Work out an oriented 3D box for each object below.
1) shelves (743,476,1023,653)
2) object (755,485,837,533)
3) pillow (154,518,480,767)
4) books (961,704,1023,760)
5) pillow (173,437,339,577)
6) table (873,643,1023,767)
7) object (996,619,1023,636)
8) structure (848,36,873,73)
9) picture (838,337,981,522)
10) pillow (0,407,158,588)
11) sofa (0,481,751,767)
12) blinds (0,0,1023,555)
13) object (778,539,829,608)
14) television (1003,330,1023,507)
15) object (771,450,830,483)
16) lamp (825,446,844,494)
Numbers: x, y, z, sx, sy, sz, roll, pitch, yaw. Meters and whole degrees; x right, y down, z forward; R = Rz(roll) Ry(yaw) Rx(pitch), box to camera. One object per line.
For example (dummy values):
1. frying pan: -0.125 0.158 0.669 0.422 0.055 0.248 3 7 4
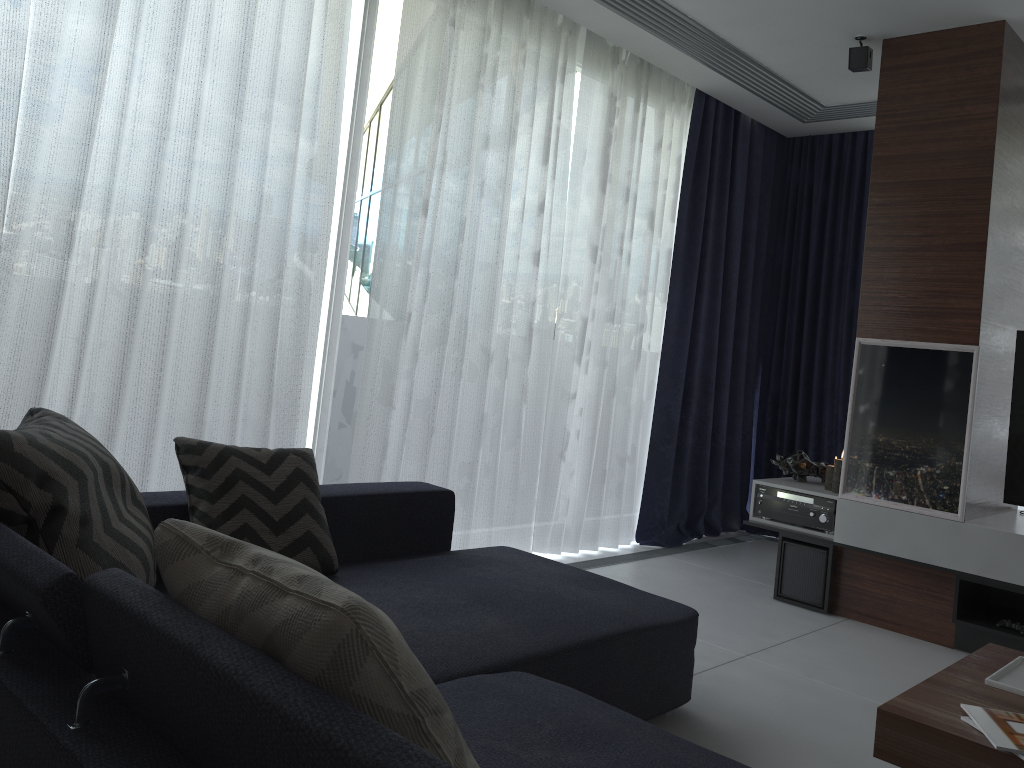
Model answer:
1. shelves: 2.216 0.841 3.611 2.359 0.500 0.868 8 2 43
2. object: 1.395 0.577 4.135 0.371 0.150 0.367 8 2 43
3. pillow: -0.258 0.416 1.218 0.497 0.389 0.340 6 0 43
4. books: 4.677 1.234 0.176 8.261 0.374 0.403 7 0 22
5. pillow: -0.672 0.334 2.363 0.413 0.346 0.287 6 0 -42
6. table: 1.293 0.888 1.820 0.804 0.353 0.801 8 2 43
7. object: 1.921 0.925 3.377 0.070 0.036 0.113 5 2 -34
8. structure: 1.579 -1.484 3.998 0.085 0.143 0.114 5 -1 33
9. picture: 1.648 0.170 3.684 0.502 0.703 0.053 5 -3 43
10. pillow: -0.933 0.336 1.857 0.354 0.520 0.598 7 0 -16
11. sofa: 0.242 0.654 1.616 2.885 0.610 1.889 8 3 43
12. blinds: 1.305 -0.316 1.540 7.098 2.780 5.823 5 2 -43
13. object: 1.364 0.843 3.983 0.214 0.252 0.253 6 -1 43
14. television: 2.479 0.238 3.177 1.235 0.788 0.296 7 -1 43
15. object: 1.419 0.400 4.304 0.311 0.150 0.137 6 -1 1
16. lamp: 1.490 0.387 4.036 0.077 0.212 0.153 6 -1 1
